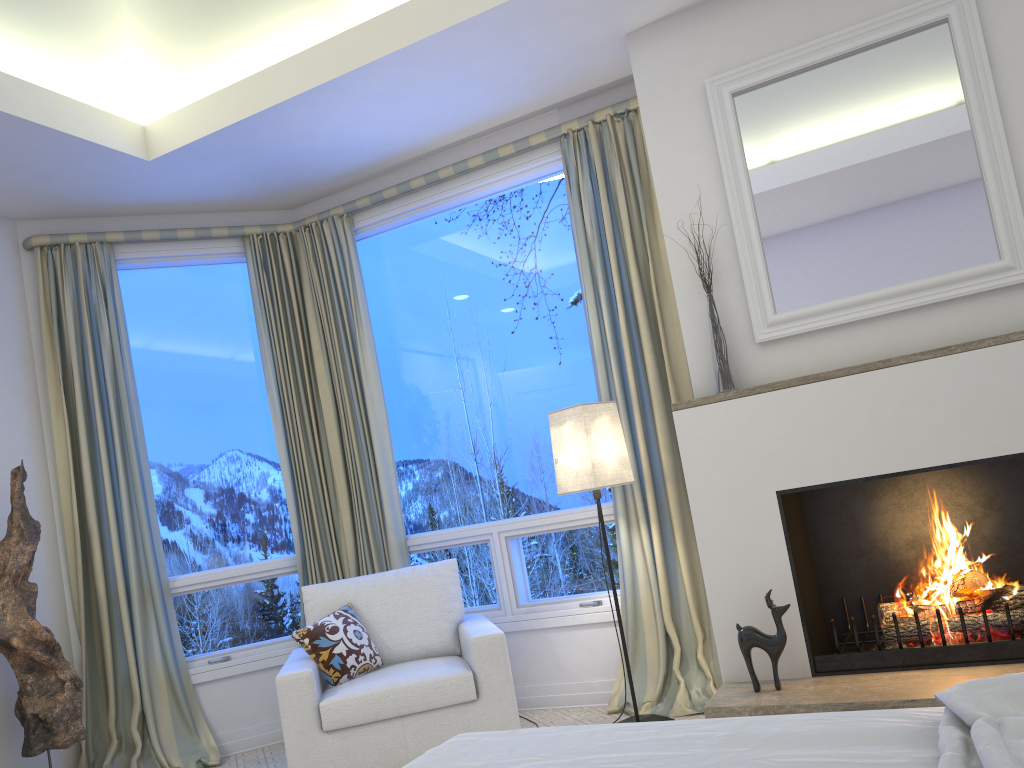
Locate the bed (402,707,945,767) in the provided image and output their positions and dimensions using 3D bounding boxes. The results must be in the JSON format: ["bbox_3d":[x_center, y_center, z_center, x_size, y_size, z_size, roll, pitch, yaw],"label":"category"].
[{"bbox_3d":[0.183,0.516,0.393,1.977,0.811,2.021,-13,-8,24],"label":"bed"}]

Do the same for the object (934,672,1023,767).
[{"bbox_3d":[0.831,0.491,0.679,0.916,0.464,0.719,-13,-7,21],"label":"object"}]

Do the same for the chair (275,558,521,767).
[{"bbox_3d":[-0.448,1.076,3.366,0.805,0.703,0.692,-9,-6,-10],"label":"chair"}]

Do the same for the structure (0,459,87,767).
[{"bbox_3d":[-1.862,0.983,3.438,0.265,1.388,0.305,-12,-5,26],"label":"structure"}]

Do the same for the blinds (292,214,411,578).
[{"bbox_3d":[-0.743,0.377,4.078,0.526,2.358,0.267,-11,-5,18],"label":"blinds"}]

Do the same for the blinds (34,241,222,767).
[{"bbox_3d":[-1.744,0.506,3.778,0.640,2.364,0.297,-8,-5,-23],"label":"blinds"}]

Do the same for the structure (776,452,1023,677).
[{"bbox_3d":[1.408,0.571,2.916,0.878,0.612,0.476,-13,-6,25],"label":"structure"}]

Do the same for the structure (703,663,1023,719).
[{"bbox_3d":[1.301,0.933,2.525,1.461,0.171,0.329,-13,-8,25],"label":"structure"}]

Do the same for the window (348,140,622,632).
[{"bbox_3d":[-0.056,0.074,3.987,1.519,2.018,0.206,-12,-5,25],"label":"window"}]

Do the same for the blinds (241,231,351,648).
[{"bbox_3d":[-0.929,0.412,4.116,0.523,2.361,0.271,-8,-5,-21],"label":"blinds"}]

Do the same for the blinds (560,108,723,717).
[{"bbox_3d":[0.479,0.086,3.491,0.664,2.358,0.228,-13,-5,30],"label":"blinds"}]

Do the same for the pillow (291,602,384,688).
[{"bbox_3d":[-0.649,0.975,3.323,0.188,0.271,0.284,-14,-7,34],"label":"pillow"}]

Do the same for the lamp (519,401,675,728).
[{"bbox_3d":[-0.134,0.813,3.704,1.538,1.200,0.276,-15,-7,37],"label":"lamp"}]

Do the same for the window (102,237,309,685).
[{"bbox_3d":[1.201,-0.293,2.863,6.875,2.018,0.814,-13,-6,25],"label":"window"}]

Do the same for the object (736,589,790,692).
[{"bbox_3d":[0.806,0.812,2.792,0.180,0.306,0.097,-11,-5,12],"label":"object"}]

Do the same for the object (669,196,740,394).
[{"bbox_3d":[0.675,-0.313,3.007,0.188,0.690,0.194,-6,-6,-37],"label":"object"}]

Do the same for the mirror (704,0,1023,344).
[{"bbox_3d":[1.124,-0.685,2.872,0.844,0.936,0.039,-13,-5,25],"label":"mirror"}]
